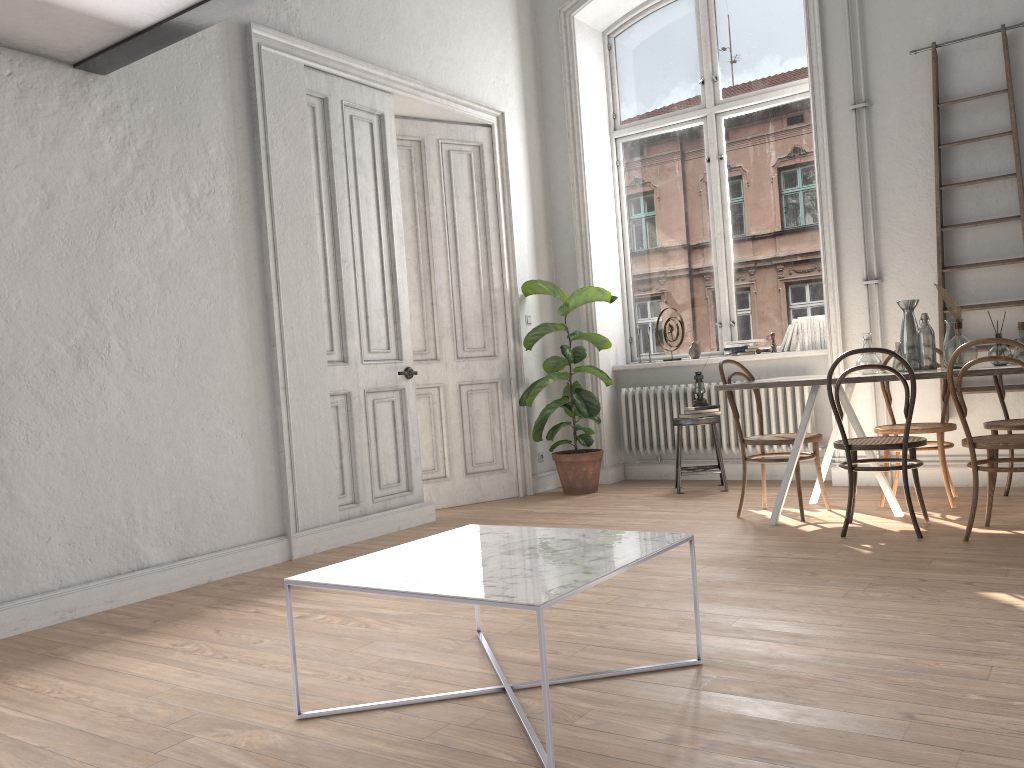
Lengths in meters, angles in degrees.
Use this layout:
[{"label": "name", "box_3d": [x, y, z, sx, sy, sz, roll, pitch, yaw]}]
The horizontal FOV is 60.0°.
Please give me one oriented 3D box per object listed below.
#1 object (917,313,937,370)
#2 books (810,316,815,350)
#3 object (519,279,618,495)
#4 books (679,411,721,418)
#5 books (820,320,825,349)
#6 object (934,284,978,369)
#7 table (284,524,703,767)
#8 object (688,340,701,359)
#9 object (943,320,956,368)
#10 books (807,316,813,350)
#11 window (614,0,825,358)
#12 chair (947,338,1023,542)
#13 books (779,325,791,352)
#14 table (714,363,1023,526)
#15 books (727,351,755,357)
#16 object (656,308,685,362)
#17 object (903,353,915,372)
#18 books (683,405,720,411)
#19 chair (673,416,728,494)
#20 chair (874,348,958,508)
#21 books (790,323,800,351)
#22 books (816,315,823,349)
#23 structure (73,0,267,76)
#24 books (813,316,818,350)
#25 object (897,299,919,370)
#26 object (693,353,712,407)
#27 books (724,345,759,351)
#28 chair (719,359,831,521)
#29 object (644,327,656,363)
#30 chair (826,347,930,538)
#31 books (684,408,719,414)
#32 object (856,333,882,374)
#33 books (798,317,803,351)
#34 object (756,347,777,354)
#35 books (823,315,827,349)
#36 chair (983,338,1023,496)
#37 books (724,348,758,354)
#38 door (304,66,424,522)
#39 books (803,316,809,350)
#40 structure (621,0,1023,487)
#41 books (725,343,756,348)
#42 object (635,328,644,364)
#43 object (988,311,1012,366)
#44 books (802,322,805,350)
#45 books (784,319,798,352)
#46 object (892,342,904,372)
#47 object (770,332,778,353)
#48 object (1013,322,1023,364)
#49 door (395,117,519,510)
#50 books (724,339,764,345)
[{"label": "object", "box_3d": [2.201, -0.226, 4.712, 0.086, 0.301, 0.086, -4, 1, 21]}, {"label": "books", "box_3d": [2.218, -0.373, 6.467, 0.019, 0.244, 0.174, -4, 1, 35]}, {"label": "object", "box_3d": [2.385, -0.233, 5.053, 5.829, 1.842, 0.791, -4, 1, 40]}, {"label": "books", "box_3d": [1.357, 0.222, 6.398, 0.246, 0.034, 0.194, -4, 0, -15]}, {"label": "books", "box_3d": [2.264, -0.357, 6.417, 0.020, 0.205, 0.155, -4, 1, 35]}, {"label": "object", "box_3d": [2.286, -0.304, 4.540, 0.157, 0.446, 0.157, -5, 1, -37]}, {"label": "table", "box_3d": [-0.028, 0.690, 2.564, 0.849, 0.392, 0.849, -4, 1, 35]}, {"label": "object", "box_3d": [1.434, -0.267, 6.963, 0.100, 0.142, 0.102, -4, 1, 10]}, {"label": "object", "box_3d": [2.337, -0.213, 4.707, 0.098, 0.255, 0.100, -4, 1, 12]}, {"label": "books", "box_3d": [2.192, -0.371, 6.465, 0.019, 0.244, 0.174, -4, 1, 35]}, {"label": "window", "box_3d": [1.613, -1.681, 6.980, 1.623, 2.843, 0.013, -4, 1, 35]}, {"label": "chair", "box_3d": [2.283, 0.245, 4.063, 0.549, 0.921, 0.438, -5, 1, -44]}, {"label": "books", "box_3d": [2.048, -0.338, 6.573, 0.105, 0.194, 0.155, -4, 1, 34]}, {"label": "table", "box_3d": [2.332, 0.307, 4.604, 2.201, 0.780, 1.100, -4, 1, 35]}, {"label": "books", "box_3d": [1.748, -0.229, 6.771, 0.147, 0.023, 0.221, -4, 0, -6]}, {"label": "object", "box_3d": [1.268, -0.396, 7.075, 0.087, 0.425, 0.347, -5, 1, -23]}, {"label": "object", "box_3d": [2.090, -0.113, 4.680, 0.058, 0.094, 0.058, -5, 1, -27]}, {"label": "books", "box_3d": [1.366, 0.172, 6.392, 0.221, 0.027, 0.147, -4, 0, -23]}, {"label": "chair", "box_3d": [1.345, 0.498, 6.384, 0.364, 0.523, 0.360, -4, 1, 9]}, {"label": "chair", "box_3d": [2.366, 0.232, 5.194, 0.438, 0.921, 0.549, -4, 1, 33]}, {"label": "books", "box_3d": [2.098, -0.345, 6.534, 0.072, 0.203, 0.155, -4, 1, 35]}, {"label": "books", "box_3d": [2.243, -0.375, 6.429, 0.019, 0.244, 0.174, -4, 1, 35]}, {"label": "structure", "box_3d": [-0.706, -2.110, 0.718, 5.928, 1.213, 4.156, -4, 0, 35]}, {"label": "books", "box_3d": [2.238, -0.375, 6.459, 0.024, 0.243, 0.175, -4, 1, 35]}, {"label": "object", "box_3d": [2.182, -0.266, 4.859, 0.116, 0.383, 0.116, -5, 1, -44]}, {"label": "object", "box_3d": [1.376, -0.032, 6.407, 0.163, 0.383, 0.154, -4, 1, 9]}, {"label": "books", "box_3d": [1.749, -0.273, 6.761, 0.147, 0.023, 0.221, -5, 0, -39]}, {"label": "chair", "box_3d": [1.515, 0.296, 5.143, 0.549, 0.921, 0.437, -4, 1, 43]}, {"label": "object", "box_3d": [1.107, -0.316, 7.168, 0.095, 0.289, 0.095, -5, 1, -33]}, {"label": "chair", "box_3d": [1.825, 0.277, 4.427, 0.438, 0.921, 0.549, -4, 1, 30]}, {"label": "books", "box_3d": [1.366, 0.195, 6.393, 0.232, 0.029, 0.162, -4, 0, 6]}, {"label": "object", "box_3d": [1.913, -0.163, 4.761, 0.132, 0.219, 0.132, -4, 1, 24]}, {"label": "books", "box_3d": [2.147, -0.368, 6.523, 0.024, 0.243, 0.175, -4, 1, 35]}, {"label": "object", "box_3d": [1.903, -0.253, 6.663, 0.153, 0.048, 0.088, -4, 0, -15]}, {"label": "books", "box_3d": [2.293, -0.378, 6.421, 0.024, 0.243, 0.175, -4, 1, 35]}, {"label": "chair", "box_3d": [2.880, 0.195, 4.930, 0.438, 0.921, 0.549, -4, 1, 42]}, {"label": "books", "box_3d": [1.750, -0.251, 6.764, 0.155, 0.022, 0.205, -5, 0, -35]}, {"label": "door", "box_3d": [-1.011, -0.468, 5.406, 0.216, 2.814, 1.096, -4, 1, 36]}, {"label": "books", "box_3d": [2.169, -0.369, 6.470, 0.024, 0.243, 0.175, -4, 1, 35]}, {"label": "structure", "box_3d": [2.856, -1.590, 5.625, 5.183, 4.474, 0.340, -4, 1, 35]}, {"label": "books", "box_3d": [1.743, -0.294, 6.750, 0.205, 0.020, 0.155, -4, 0, 25]}, {"label": "object", "box_3d": [1.044, -0.312, 7.282, 0.095, 0.289, 0.095, -5, 1, -24]}, {"label": "object", "box_3d": [2.475, -0.236, 4.509, 0.107, 0.283, 0.106, -4, 1, 30]}, {"label": "books", "box_3d": [2.158, -0.350, 6.491, 0.020, 0.205, 0.155, -4, 1, 35]}, {"label": "books", "box_3d": [2.076, -0.360, 6.547, 0.100, 0.235, 0.174, -4, 1, 35]}, {"label": "object", "box_3d": [2.092, -0.146, 4.792, 0.083, 0.158, 0.083, -4, 1, 31]}, {"label": "object", "box_3d": [1.937, -0.307, 6.567, 0.048, 0.153, 0.088, -4, 1, 5]}, {"label": "object", "box_3d": [2.603, -0.210, 4.514, 0.101, 0.212, 0.101, -5, 1, -16]}, {"label": "door", "box_3d": [-0.485, -0.514, 6.454, 1.096, 2.814, 0.216, -5, 1, -30]}, {"label": "books", "box_3d": [1.768, -0.321, 6.755, 0.244, 0.019, 0.174, -4, 1, 45]}]
